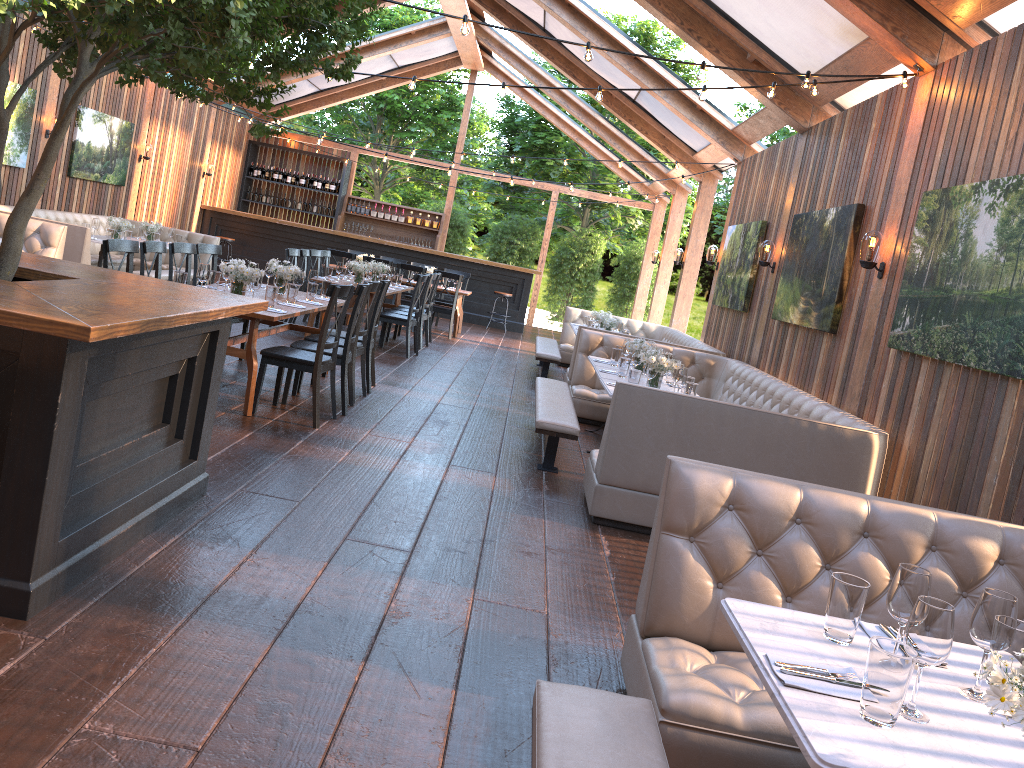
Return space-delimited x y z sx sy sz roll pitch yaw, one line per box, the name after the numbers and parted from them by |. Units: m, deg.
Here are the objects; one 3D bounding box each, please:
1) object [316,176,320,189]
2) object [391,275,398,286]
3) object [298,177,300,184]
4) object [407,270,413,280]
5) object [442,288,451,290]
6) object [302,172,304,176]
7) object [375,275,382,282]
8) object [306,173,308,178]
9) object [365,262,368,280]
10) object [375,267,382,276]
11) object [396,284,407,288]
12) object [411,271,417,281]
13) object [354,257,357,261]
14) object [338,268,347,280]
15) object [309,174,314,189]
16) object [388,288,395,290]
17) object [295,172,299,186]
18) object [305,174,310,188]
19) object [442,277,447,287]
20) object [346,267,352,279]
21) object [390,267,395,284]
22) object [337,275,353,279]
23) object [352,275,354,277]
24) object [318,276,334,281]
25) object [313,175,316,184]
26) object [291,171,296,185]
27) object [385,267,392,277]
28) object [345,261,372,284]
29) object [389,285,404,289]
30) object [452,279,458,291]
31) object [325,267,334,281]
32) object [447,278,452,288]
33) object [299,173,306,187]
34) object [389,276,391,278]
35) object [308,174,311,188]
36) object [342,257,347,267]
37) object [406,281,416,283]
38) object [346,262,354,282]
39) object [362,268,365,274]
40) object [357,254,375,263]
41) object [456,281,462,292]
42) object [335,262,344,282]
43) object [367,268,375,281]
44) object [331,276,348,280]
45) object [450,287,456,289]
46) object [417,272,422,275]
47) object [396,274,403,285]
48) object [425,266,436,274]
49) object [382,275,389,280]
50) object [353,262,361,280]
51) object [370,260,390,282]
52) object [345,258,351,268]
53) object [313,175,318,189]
-4.245 -4.416 19.448 0.078 0.310 0.078 11 5 -4 | object
-1.624 -1.421 12.180 0.092 0.157 0.092 14 6 27 | object
-4.719 -4.512 19.468 0.078 0.310 0.078 11 5 -4 | object
-1.711 -1.824 14.857 0.092 0.157 0.092 14 6 27 | object
-1.046 -1.537 14.275 0.157 0.019 0.257 11 8 0 | object
-4.631 -4.513 19.518 0.087 0.333 0.088 10 5 -19 | object
-1.680 -1.272 11.071 0.091 0.157 0.092 6 7 -43 | object
-4.536 -4.492 19.530 0.080 0.322 0.082 9 5 -21 | object
-2.051 -1.604 12.558 0.093 0.243 0.092 16 7 43 | object
-1.755 -1.404 11.591 0.093 0.243 0.092 16 7 43 | object
-1.608 -1.409 12.613 0.255 0.019 0.158 11 8 1 | object
-1.637 -1.842 14.779 0.093 0.243 0.092 16 7 43 | object
-2.588 -1.978 14.418 0.093 0.243 0.092 16 7 43 | object
-2.186 -1.416 11.373 0.092 0.157 0.092 14 6 27 | object
-4.380 -4.437 19.368 0.080 0.322 0.082 9 5 -21 | object
-1.645 -1.255 11.504 0.255 0.019 0.158 11 8 1 | object
-4.693 -4.490 19.353 0.077 0.307 0.078 9 5 -21 | object
-4.473 -4.445 19.371 0.075 0.301 0.076 10 5 -17 | object
-1.136 -1.712 14.871 0.092 0.157 0.092 14 6 27 | object
-2.187 -1.490 11.889 0.092 0.157 0.092 14 6 27 | object
-1.729 -1.560 12.695 0.093 0.243 0.092 16 7 43 | object
-2.259 -1.459 12.069 0.255 0.019 0.158 11 8 1 | object
-2.207 -1.534 12.659 0.255 0.019 0.158 11 8 1 | object
-2.292 -1.305 10.950 0.255 0.019 0.158 11 8 1 | object
-4.357 -4.445 19.494 0.135 0.314 0.137 7 6 -38 | object
-4.780 -4.514 19.399 0.078 0.310 0.078 11 5 -4 | object
-1.703 -1.471 12.113 0.093 0.243 0.092 16 7 43 | object
-1.953 -1.434 11.283 0.332 0.308 0.335 16 8 35 | object
-1.593 -1.321 12.026 0.255 0.019 0.158 11 8 1 | object
-0.927 -1.647 14.400 0.093 0.243 0.092 16 7 43 | object
-2.235 -1.341 10.785 0.092 0.157 0.091 15 7 37 | object
-1.046 -1.723 14.770 0.093 0.243 0.092 16 7 43 | object
-4.582 -4.476 19.401 0.135 0.314 0.137 7 6 -38 | object
-1.969 -1.796 14.311 0.092 0.157 0.092 14 6 27 | object
-4.473 -4.462 19.474 0.077 0.305 0.077 13 5 17 | object
-2.817 -2.046 14.883 0.092 0.157 0.092 14 6 27 | object
-1.621 -1.651 14.279 0.157 0.019 0.257 11 8 0 | object
-2.088 -1.452 11.452 0.093 0.243 0.092 16 7 43 | object
-2.132 -1.565 12.481 0.092 0.157 0.092 14 6 27 | object
-2.415 -2.005 14.616 0.335 0.308 0.332 7 8 -34 | object
-0.862 -1.575 14.295 0.092 0.157 0.092 14 6 27 | object
-2.125 -1.374 10.864 0.092 0.243 0.093 7 6 -42 | object
-1.760 -1.320 10.987 0.092 0.243 0.093 7 6 -42 | object
-2.257 -1.383 11.543 0.255 0.019 0.158 11 8 1 | object
-0.977 -1.616 14.918 0.157 0.019 0.257 11 8 0 | object
-1.504 -1.762 14.409 0.093 0.243 0.092 16 7 43 | object
-1.627 -1.505 12.759 0.092 0.157 0.092 14 6 27 | object
-1.383 -1.797 14.584 0.339 0.308 0.328 15 8 33 | object
-1.676 -1.354 11.658 0.092 0.157 0.092 14 6 27 | object
-2.092 -1.526 11.965 0.093 0.243 0.092 16 7 43 | object
-1.875 -1.570 12.331 0.327 0.308 0.339 7 8 -32 | object
-2.730 -2.059 14.787 0.093 0.243 0.092 16 7 43 | object
-4.291 -4.407 19.344 0.077 0.305 0.077 13 5 17 | object
